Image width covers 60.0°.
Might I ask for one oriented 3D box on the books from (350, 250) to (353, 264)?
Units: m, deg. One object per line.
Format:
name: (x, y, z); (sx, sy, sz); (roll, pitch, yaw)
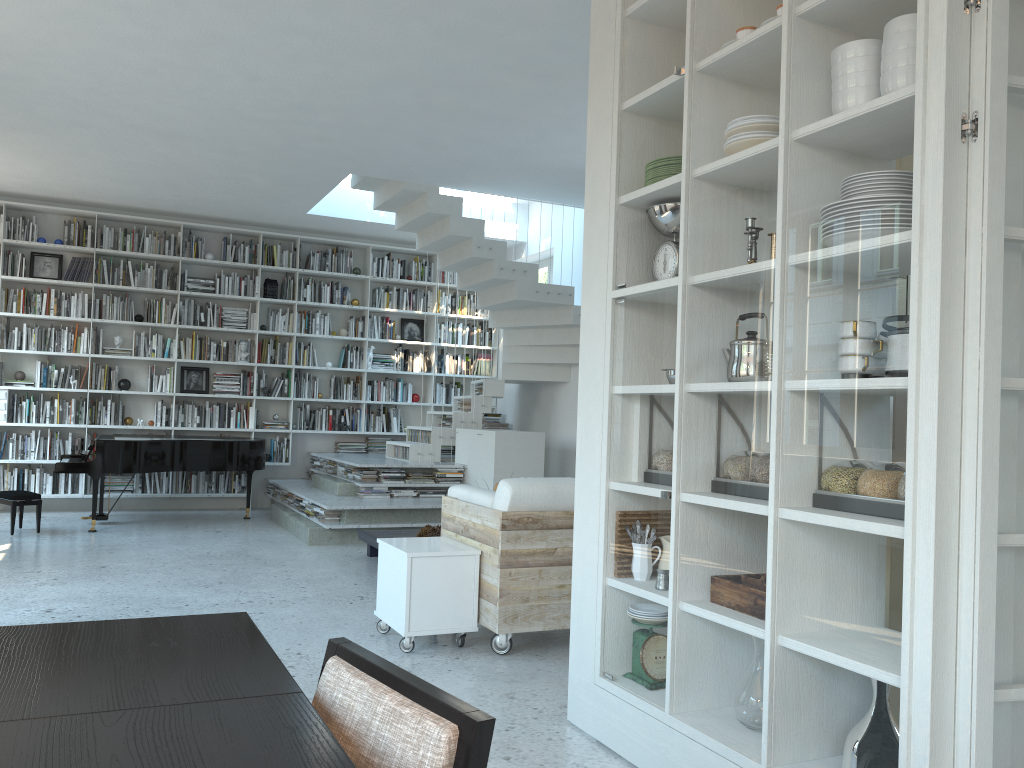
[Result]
books: (-1.921, -1.430, 10.550); (0.006, 0.306, 0.163); (3, -2, -25)

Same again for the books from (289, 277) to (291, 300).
books: (-2.586, -1.089, 10.267); (0.013, 0.289, 0.131); (3, -2, -25)

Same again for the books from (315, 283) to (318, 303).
books: (-2.299, -1.050, 10.369); (0.027, 0.241, 0.160); (3, -2, -25)

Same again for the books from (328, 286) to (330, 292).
books: (-2.173, -1.033, 10.433); (0.011, 0.222, 0.159); (3, -2, -25)

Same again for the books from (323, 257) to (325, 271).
books: (-2.233, -1.387, 10.436); (0.031, 0.190, 0.132); (3, -2, -25)

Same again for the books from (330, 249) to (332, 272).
books: (-2.160, -1.436, 10.464); (0.017, 0.295, 0.139); (3, -2, -25)

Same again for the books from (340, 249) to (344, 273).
books: (-2.017, -1.435, 10.505); (0.008, 0.307, 0.182); (3, -2, -25)

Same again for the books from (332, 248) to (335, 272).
books: (-2.114, -1.443, 10.465); (0.006, 0.312, 0.179); (3, -2, -25)

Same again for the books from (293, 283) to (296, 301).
books: (-2.530, -1.050, 10.247); (0.008, 0.213, 0.223); (3, -2, -25)

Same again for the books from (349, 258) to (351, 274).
books: (-1.950, -1.385, 10.545); (0.018, 0.214, 0.157); (3, -2, -25)

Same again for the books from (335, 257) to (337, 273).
books: (-2.098, -1.387, 10.454); (0.018, 0.201, 0.188); (3, -2, -25)

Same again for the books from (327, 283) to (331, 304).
books: (-2.162, -1.054, 10.440); (0.012, 0.264, 0.156); (3, -2, -25)

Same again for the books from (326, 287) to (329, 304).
books: (-2.181, -1.028, 10.414); (0.021, 0.209, 0.181); (3, -2, -25)

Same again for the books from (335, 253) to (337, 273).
books: (-2.092, -1.411, 10.474); (0.008, 0.251, 0.170); (3, -2, -25)

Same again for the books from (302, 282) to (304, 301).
books: (-2.441, -1.056, 10.321); (0.012, 0.239, 0.138); (3, -2, -25)

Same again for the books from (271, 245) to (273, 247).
books: (-2.770, -1.452, 10.184); (0.007, 0.264, 0.133); (3, -2, -25)

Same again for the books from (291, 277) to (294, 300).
books: (-2.549, -1.089, 10.276); (0.005, 0.292, 0.130); (3, -2, -25)

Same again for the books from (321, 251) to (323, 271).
books: (-2.248, -1.422, 10.409); (0.021, 0.256, 0.169); (3, -2, -25)

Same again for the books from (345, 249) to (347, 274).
books: (-1.993, -1.440, 10.548); (0.008, 0.321, 0.133); (3, -2, -25)

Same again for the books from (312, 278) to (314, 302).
books: (-2.338, -1.078, 10.370); (0.021, 0.296, 0.138); (3, -2, -25)

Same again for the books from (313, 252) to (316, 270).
books: (-2.320, -1.412, 10.360); (0.013, 0.229, 0.174); (3, -2, -25)

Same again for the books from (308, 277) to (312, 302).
books: (-2.365, -1.086, 10.342); (0.014, 0.306, 0.152); (3, -2, -25)

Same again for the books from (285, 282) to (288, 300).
books: (-2.619, -1.055, 10.234); (0.024, 0.217, 0.169); (3, -2, -25)

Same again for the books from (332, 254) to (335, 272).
books: (-2.124, -1.403, 10.454); (0.018, 0.231, 0.160); (3, -2, -25)

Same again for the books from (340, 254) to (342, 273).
books: (-2.036, -1.409, 10.506); (0.024, 0.252, 0.149); (3, -2, -25)

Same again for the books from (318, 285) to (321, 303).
books: (-2.271, -1.038, 10.407); (0.028, 0.223, 0.142); (3, -2, -25)

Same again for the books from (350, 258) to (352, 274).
books: (-1.932, -1.382, 10.543); (0.014, 0.209, 0.188); (3, -2, -25)

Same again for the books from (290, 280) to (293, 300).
books: (-2.557, -1.069, 10.234); (0.013, 0.248, 0.186); (3, -2, -25)

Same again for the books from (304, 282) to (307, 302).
books: (-2.422, -1.057, 10.323); (0.026, 0.243, 0.148); (3, -2, -25)

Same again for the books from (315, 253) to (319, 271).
books: (-2.298, -1.409, 10.384); (0.028, 0.226, 0.163); (3, -2, -25)

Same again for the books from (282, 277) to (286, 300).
books: (-2.632, -1.084, 10.197); (0.021, 0.272, 0.190); (3, -2, -25)

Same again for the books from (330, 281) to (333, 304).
books: (-2.139, -1.062, 10.465); (0.012, 0.285, 0.159); (3, -2, -25)

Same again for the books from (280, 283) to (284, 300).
books: (-2.654, -1.055, 10.222); (0.019, 0.213, 0.156); (3, -2, -25)

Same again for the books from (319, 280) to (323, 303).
books: (-2.250, -1.068, 10.413); (0.013, 0.284, 0.154); (3, -2, -25)

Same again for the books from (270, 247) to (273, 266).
books: (-2.765, -1.438, 10.147); (0.015, 0.233, 0.171); (3, -2, -25)

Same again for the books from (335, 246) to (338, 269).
books: (-2.083, -1.450, 10.477); (0.007, 0.329, 0.183); (3, -2, -25)

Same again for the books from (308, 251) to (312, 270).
books: (-2.360, -1.422, 10.346); (0.009, 0.244, 0.173); (3, -2, -25)

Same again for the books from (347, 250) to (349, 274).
books: (-1.967, -1.428, 10.529); (0.013, 0.297, 0.188); (3, -2, -25)

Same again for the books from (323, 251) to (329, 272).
books: (-2.188, -1.420, 10.412); (0.028, 0.258, 0.185); (3, -2, -25)

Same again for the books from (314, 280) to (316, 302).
books: (-2.326, -1.068, 10.383); (0.012, 0.276, 0.133); (3, -2, -25)

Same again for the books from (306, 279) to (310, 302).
books: (-2.380, -1.075, 10.341); (0.011, 0.283, 0.173); (3, -2, -25)

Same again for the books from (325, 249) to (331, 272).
books: (-2.174, -1.436, 10.444); (0.024, 0.292, 0.167); (3, -2, -25)

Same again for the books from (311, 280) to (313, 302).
books: (-2.355, -1.066, 10.346); (0.010, 0.268, 0.166); (3, -2, -25)

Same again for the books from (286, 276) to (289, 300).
books: (-2.599, -1.090, 10.220); (0.021, 0.288, 0.179); (3, -2, -25)

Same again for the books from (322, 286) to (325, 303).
books: (-2.234, -1.033, 10.419); (0.025, 0.216, 0.144); (3, -2, -25)

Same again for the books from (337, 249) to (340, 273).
books: (-2.067, -1.435, 10.466); (0.015, 0.299, 0.183); (3, -2, -25)

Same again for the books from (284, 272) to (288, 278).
books: (-2.621, -1.116, 10.234); (0.025, 0.339, 0.143); (3, -2, -25)

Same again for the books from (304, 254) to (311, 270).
books: (-2.383, -1.403, 10.328); (0.046, 0.206, 0.183); (3, -2, -25)

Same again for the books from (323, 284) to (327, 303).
books: (-2.207, -1.042, 10.418); (0.023, 0.236, 0.149); (3, -2, -25)

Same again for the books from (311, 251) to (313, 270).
books: (-2.355, -1.421, 10.358); (0.011, 0.244, 0.172); (3, -2, -25)

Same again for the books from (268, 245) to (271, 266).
books: (-2.783, -1.452, 10.159); (0.008, 0.262, 0.142); (3, -2, -25)

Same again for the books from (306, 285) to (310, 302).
books: (-2.391, -1.038, 10.317); (0.026, 0.208, 0.181); (3, -2, -25)

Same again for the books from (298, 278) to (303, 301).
books: (-2.455, -1.080, 10.299); (0.012, 0.285, 0.159); (3, -2, -25)

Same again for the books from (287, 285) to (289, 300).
books: (-2.597, -1.051, 10.242); (0.013, 0.210, 0.140); (3, -2, -25)

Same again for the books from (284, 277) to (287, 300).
books: (-2.623, -1.083, 10.216); (0.022, 0.272, 0.181); (3, -2, -25)

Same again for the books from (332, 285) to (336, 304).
books: (-2.113, -1.038, 10.457); (0.030, 0.238, 0.185); (3, -2, -25)

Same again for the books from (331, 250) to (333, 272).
books: (-2.142, -1.430, 10.466); (0.007, 0.285, 0.159); (3, -2, -25)

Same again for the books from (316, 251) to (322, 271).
books: (-2.271, -1.422, 10.397); (0.030, 0.255, 0.161); (3, -2, -25)

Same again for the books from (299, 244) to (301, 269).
books: (-2.471, -1.458, 10.282); (0.019, 0.304, 0.176); (3, -2, -25)
